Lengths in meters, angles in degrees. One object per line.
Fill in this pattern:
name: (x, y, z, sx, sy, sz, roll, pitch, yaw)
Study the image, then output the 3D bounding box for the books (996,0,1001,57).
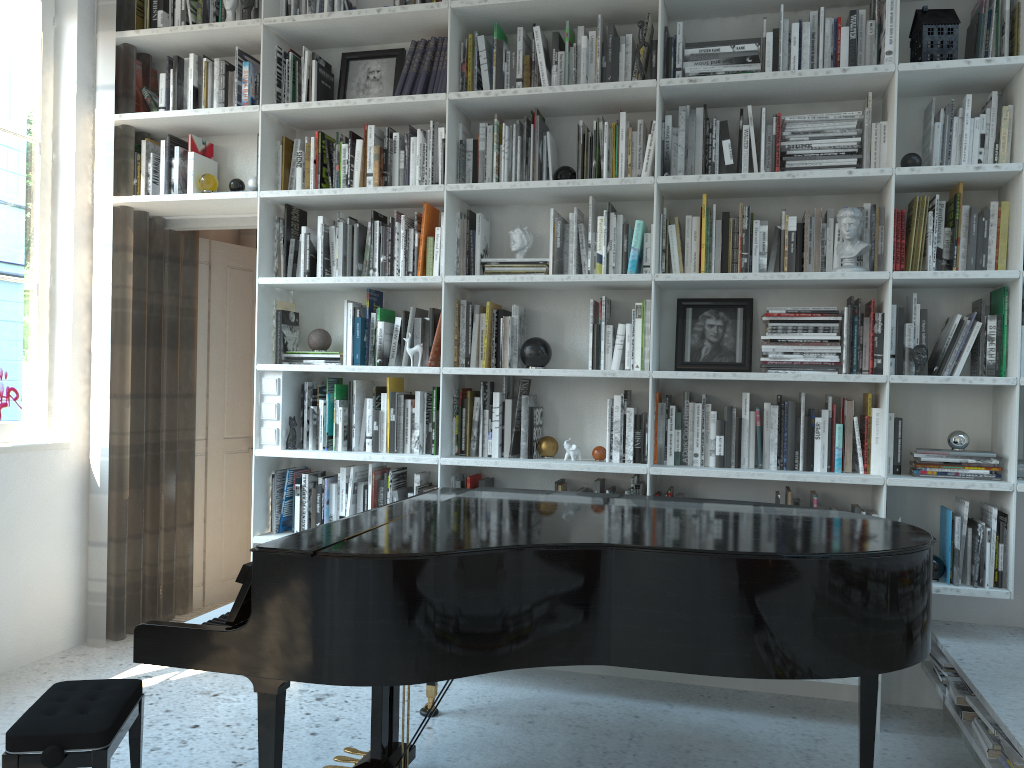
books: (1.774, -1.270, 3.270, 0.013, 0.289, 0.131, 1, 1, 15)

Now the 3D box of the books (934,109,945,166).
books: (1.584, -0.883, 3.310, 0.024, 0.242, 0.159, 1, 0, 15)

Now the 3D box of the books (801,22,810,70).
books: (1.125, -1.249, 3.416, 0.028, 0.219, 0.183, 1, 0, 15)

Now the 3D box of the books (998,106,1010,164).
books: (1.770, -0.872, 3.234, 0.028, 0.230, 0.176, 1, 0, 15)

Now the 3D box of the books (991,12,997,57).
books: (1.751, -1.232, 3.257, 0.013, 0.210, 0.140, 1, 0, 15)

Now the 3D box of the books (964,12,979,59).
books: (1.694, -1.235, 3.279, 0.019, 0.214, 0.156, 1, 0, 15)

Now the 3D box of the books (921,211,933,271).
books: (1.544, -0.510, 3.309, 0.015, 0.232, 0.180, 1, 0, 15)

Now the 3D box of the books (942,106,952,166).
books: (1.600, -0.886, 3.301, 0.028, 0.250, 0.164, 1, 0, 15)

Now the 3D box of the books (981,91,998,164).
books: (1.744, -0.905, 3.259, 0.028, 0.293, 0.154, 1, 0, 15)

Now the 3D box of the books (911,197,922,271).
books: (1.503, -0.542, 3.329, 0.035, 0.293, 0.145, 1, 0, 15)

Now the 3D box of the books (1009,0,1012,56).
books: (1.809, -1.271, 3.253, 0.005, 0.292, 0.130, 1, 1, 15)

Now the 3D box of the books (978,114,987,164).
books: (1.706, -0.864, 3.260, 0.029, 0.211, 0.157, 1, 0, 15)

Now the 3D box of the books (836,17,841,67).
books: (1.237, -1.252, 3.382, 0.012, 0.230, 0.158, 1, 0, 15)

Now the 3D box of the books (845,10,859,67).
books: (1.285, -1.260, 3.365, 0.032, 0.248, 0.173, 1, 0, 15)

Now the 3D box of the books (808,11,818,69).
books: (1.159, -1.275, 3.427, 0.029, 0.273, 0.140, 1, 0, 15)

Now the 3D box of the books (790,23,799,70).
books: (1.086, -1.248, 3.423, 0.027, 0.216, 0.190, 1, 0, 15)

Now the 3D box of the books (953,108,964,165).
books: (1.638, -0.878, 3.285, 0.023, 0.236, 0.178, 1, 0, 15)

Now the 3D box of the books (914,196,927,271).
books: (1.511, -0.541, 3.311, 0.035, 0.293, 0.145, 1, 0, 15)

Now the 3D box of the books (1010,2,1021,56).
books: (1.806, -1.232, 3.218, 0.008, 0.214, 0.223, 1, 0, 15)

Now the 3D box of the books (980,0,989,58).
books: (1.713, -1.263, 3.254, 0.022, 0.272, 0.181, 1, 0, 15)

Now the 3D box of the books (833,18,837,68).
books: (1.228, -1.252, 3.391, 0.010, 0.230, 0.152, 1, 0, 15)

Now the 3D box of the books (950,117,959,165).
books: (1.624, -0.864, 3.294, 0.023, 0.207, 0.171, 1, 0, 15)

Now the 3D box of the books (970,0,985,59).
books: (1.694, -1.264, 3.245, 0.021, 0.272, 0.190, 1, 0, 15)

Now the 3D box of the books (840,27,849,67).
books: (1.256, -1.230, 3.374, 0.029, 0.188, 0.176, 1, 0, 15)

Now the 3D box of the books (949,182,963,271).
books: (1.636, -0.561, 3.287, 0.021, 0.338, 0.169, 1, 0, 15)

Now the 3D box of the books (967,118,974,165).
books: (1.667, -0.857, 3.267, 0.024, 0.195, 0.173, 1, 0, 15)

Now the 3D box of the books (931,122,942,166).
books: (1.560, -0.855, 3.295, 0.028, 0.185, 0.181, 1, 0, 15)

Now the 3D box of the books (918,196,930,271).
books: (1.528, -0.541, 3.323, 0.035, 0.293, 0.145, 1, 0, 15)

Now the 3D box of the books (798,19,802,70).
books: (1.109, -1.262, 3.430, 0.012, 0.244, 0.131, 1, 0, 15)

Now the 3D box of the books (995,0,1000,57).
books: (1.758, -1.254, 3.245, 0.005, 0.255, 0.158, 1, 0, 15)

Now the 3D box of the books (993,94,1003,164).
books: (1.759, -0.896, 3.253, 0.025, 0.277, 0.173, 1, 0, 15)

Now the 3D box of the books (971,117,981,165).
books: (1.686, -0.857, 3.265, 0.027, 0.196, 0.185, 1, 0, 15)

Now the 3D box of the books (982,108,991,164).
books: (1.727, -0.875, 3.262, 0.024, 0.234, 0.149, 1, 0, 15)

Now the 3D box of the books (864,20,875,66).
books: (1.343, -1.236, 3.352, 0.029, 0.202, 0.191, 1, 0, 15)

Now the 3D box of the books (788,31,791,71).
books: (1.072, -1.242, 3.441, 0.011, 0.204, 0.133, 1, 0, 15)

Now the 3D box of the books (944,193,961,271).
books: (1.619, -0.539, 3.272, 0.019, 0.293, 0.182, 1, 0, 15)

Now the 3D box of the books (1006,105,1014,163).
books: (1.793, -0.876, 3.244, 0.026, 0.238, 0.173, 1, 0, 15)

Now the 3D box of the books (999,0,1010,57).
books: (1.776, -1.250, 3.226, 0.013, 0.248, 0.186, 1, 0, 15)

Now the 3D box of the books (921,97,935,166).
books: (1.554, -0.905, 3.319, 0.018, 0.285, 0.159, 1, 0, 15)

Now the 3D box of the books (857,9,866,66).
books: (1.319, -1.266, 3.373, 0.029, 0.261, 0.133, 1, 0, 15)

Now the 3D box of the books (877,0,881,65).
books: (1.381, -1.283, 3.369, 0.010, 0.299, 0.133, 1, 1, 15)

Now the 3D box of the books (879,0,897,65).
books: (1.382, -1.252, 3.284, 0.037, 0.237, 0.272, 1, 0, 15)

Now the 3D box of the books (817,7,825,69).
books: (1.179, -1.273, 3.401, 0.023, 0.269, 0.185, 1, 0, 15)

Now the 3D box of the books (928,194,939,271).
books: (1.560, -0.541, 3.302, 0.019, 0.294, 0.163, 1, 0, 15)

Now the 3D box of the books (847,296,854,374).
books: (1.294, -0.182, 3.403, 0.011, 0.299, 0.130, 1, 1, 15)

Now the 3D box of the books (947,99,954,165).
books: (1.615, -0.899, 3.298, 0.019, 0.275, 0.146, 1, 0, 15)

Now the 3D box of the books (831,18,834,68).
books: (1.221, -1.256, 3.406, 0.011, 0.239, 0.139, 1, 0, 15)

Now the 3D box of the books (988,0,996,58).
books: (1.735, -1.271, 3.242, 0.021, 0.288, 0.179, 1, 0, 15)

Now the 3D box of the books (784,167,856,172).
books: (1.181, -0.802, 3.409, 0.254, 0.012, 0.161, 1, 0, 18)

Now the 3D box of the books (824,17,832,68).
books: (1.198, -1.249, 3.387, 0.023, 0.223, 0.190, 1, 0, 15)

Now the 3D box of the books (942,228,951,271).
books: (1.609, -0.483, 3.316, 0.030, 0.181, 0.131, 1, 0, 15)

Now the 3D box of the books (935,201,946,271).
books: (1.585, -0.532, 3.319, 0.035, 0.278, 0.139, 1, 0, 15)

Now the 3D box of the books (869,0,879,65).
books: (1.366, -1.301, 3.355, 0.012, 0.334, 0.155, 1, 1, 15)

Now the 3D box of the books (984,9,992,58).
books: (1.729, -1.235, 3.265, 0.024, 0.217, 0.169, 1, 0, 15)

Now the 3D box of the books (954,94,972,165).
books: (1.649, -0.898, 3.260, 0.028, 0.275, 0.187, 1, 0, 15)

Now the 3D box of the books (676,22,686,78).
books: (0.670, -1.274, 3.519, 0.021, 0.249, 0.191, 1, 0, 15)
